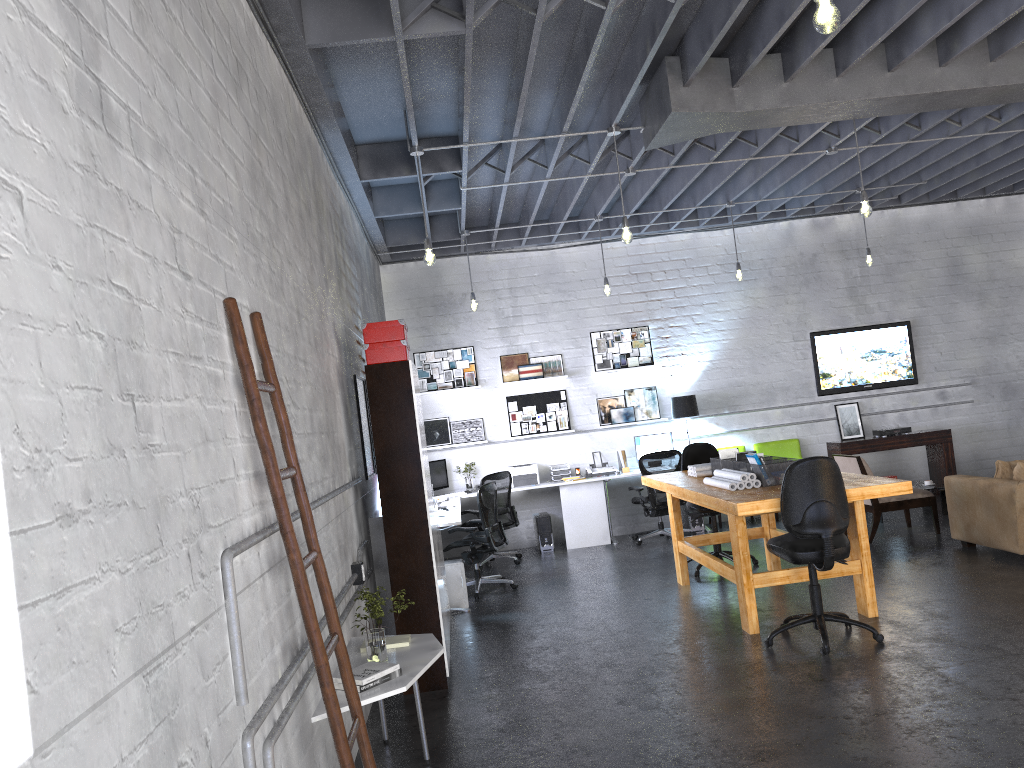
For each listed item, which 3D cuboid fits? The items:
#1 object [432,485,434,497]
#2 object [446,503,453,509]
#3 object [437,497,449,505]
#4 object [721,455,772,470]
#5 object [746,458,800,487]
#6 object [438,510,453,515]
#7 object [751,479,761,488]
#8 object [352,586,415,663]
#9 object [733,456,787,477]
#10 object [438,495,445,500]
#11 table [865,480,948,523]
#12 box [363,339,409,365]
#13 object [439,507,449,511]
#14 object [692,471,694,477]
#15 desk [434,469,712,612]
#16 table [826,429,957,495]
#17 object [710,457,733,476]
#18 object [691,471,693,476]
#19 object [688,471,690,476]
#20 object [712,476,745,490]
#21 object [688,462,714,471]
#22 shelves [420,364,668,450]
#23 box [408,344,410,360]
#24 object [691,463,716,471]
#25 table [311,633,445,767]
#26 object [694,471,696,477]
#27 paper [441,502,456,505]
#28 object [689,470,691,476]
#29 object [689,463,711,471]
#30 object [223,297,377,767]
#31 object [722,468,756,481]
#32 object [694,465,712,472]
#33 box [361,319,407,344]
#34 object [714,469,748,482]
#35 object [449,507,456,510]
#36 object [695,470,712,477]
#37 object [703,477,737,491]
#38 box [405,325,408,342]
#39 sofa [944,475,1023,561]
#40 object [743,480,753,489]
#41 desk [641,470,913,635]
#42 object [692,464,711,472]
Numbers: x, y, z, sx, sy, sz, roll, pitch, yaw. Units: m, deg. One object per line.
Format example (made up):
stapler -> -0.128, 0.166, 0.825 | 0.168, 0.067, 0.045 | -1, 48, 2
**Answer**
object -> -1.027, 1.224, 9.758 | 0.324, 0.208, 0.233 | -7, -2, -4
object -> -0.607, 1.206, 8.754 | 0.077, 0.049, 0.062 | -6, -2, -34
object -> -0.887, 1.166, 9.001 | 0.485, 0.230, 0.420 | -7, -2, -4
object -> 1.829, 0.651, 6.887 | 0.316, 0.156, 0.306 | -7, -2, -4
object -> 1.867, 0.624, 6.273 | 0.316, 0.156, 0.306 | -7, -2, -4
object -> -0.675, 1.218, 8.363 | 0.181, 0.028, 0.422 | -6, -2, -14
object -> 1.674, 0.704, 6.445 | 0.058, 0.057, 0.635 | -7, -2, -4
object -> -0.624, 1.146, 4.226 | 0.297, 0.362, 0.271 | -8, -2, 31
object -> 1.848, 0.637, 6.580 | 0.316, 0.156, 0.306 | -7, -2, -4
object -> -0.781, 1.278, 9.940 | 0.130, 0.049, 0.130 | -7, -2, 13
table -> 4.389, 1.313, 9.983 | 0.873, 0.300, 0.873 | -7, -2, 0
box -> -0.790, -0.193, 5.615 | 0.270, 0.131, 0.206 | -7, -2, -4
object -> -0.670, 1.224, 8.658 | 0.114, 0.036, 0.058 | -6, -2, -14
object -> 1.777, 0.724, 7.469 | 0.519, 0.047, 0.047 | -7, -2, -4
desk -> 0.641, 1.501, 9.293 | 3.574, 0.785, 3.300 | -7, -2, -4
table -> 4.718, 1.049, 11.009 | 1.410, 0.819, 0.404 | -7, -1, -4
object -> 1.810, 0.665, 7.194 | 0.316, 0.156, 0.306 | -7, -2, -4
object -> 1.775, 0.727, 7.516 | 0.519, 0.047, 0.047 | -7, -2, -4
object -> 1.769, 0.731, 7.609 | 0.519, 0.047, 0.047 | -7, -2, -4
object -> 1.561, 0.717, 6.437 | 0.058, 0.057, 0.635 | -7, -2, -4
object -> 1.765, 0.690, 7.587 | 0.519, 0.047, 0.046 | -7, -2, -4
shelves -> 0.370, 0.282, 10.863 | 3.023, 0.694, 0.199 | -7, -1, -4
box -> -0.802, -0.183, 5.823 | 0.270, 0.131, 0.206 | -7, -2, -4
object -> 1.771, 0.685, 7.494 | 0.519, 0.047, 0.046 | -7, -2, -4
table -> -0.548, 1.586, 4.190 | 0.517, 0.532, 1.337 | -7, -2, -4
object -> 1.780, 0.722, 7.423 | 0.519, 0.047, 0.047 | -7, -2, -4
paper -> -0.672, 1.270, 9.412 | 0.158, 0.001, 0.115 | -6, -2, -15
object -> 1.772, 0.728, 7.562 | 0.519, 0.047, 0.047 | -7, -2, -4
object -> 1.768, 0.688, 7.540 | 0.519, 0.047, 0.046 | -7, -2, -4
object -> -0.672, 0.760, 3.075 | 0.320, 2.120, 0.425 | -7, -1, -4
object -> 1.640, 0.658, 6.444 | 0.057, 0.057, 0.635 | -7, -2, -4
object -> 1.778, 0.681, 7.392 | 0.519, 0.047, 0.046 | -7, -2, -6
box -> -0.805, -0.321, 5.617 | 0.270, 0.131, 0.206 | -7, -2, -4
object -> 1.584, 0.665, 6.440 | 0.057, 0.057, 0.635 | -7, -2, -4
object -> -0.610, 1.230, 8.749 | 0.119, 0.016, 0.119 | -7, -2, 14
object -> 1.783, 0.720, 7.377 | 0.519, 0.047, 0.047 | -7, -2, -4
object -> 1.504, 0.723, 6.433 | 0.057, 0.058, 0.635 | -7, -2, -4
box -> -0.819, -0.313, 5.825 | 0.268, 0.133, 0.206 | -7, -2, -4
sofa -> 5.065, 0.974, 7.506 | 2.330, 0.628, 1.105 | -7, -2, -4
object -> 1.617, 0.710, 6.441 | 0.057, 0.058, 0.635 | -7, -2, -4
desk -> 1.895, 1.187, 6.864 | 1.115, 0.926, 2.833 | -7, -2, -4
object -> 1.774, 0.683, 7.448 | 0.519, 0.047, 0.046 | -7, -2, -4
